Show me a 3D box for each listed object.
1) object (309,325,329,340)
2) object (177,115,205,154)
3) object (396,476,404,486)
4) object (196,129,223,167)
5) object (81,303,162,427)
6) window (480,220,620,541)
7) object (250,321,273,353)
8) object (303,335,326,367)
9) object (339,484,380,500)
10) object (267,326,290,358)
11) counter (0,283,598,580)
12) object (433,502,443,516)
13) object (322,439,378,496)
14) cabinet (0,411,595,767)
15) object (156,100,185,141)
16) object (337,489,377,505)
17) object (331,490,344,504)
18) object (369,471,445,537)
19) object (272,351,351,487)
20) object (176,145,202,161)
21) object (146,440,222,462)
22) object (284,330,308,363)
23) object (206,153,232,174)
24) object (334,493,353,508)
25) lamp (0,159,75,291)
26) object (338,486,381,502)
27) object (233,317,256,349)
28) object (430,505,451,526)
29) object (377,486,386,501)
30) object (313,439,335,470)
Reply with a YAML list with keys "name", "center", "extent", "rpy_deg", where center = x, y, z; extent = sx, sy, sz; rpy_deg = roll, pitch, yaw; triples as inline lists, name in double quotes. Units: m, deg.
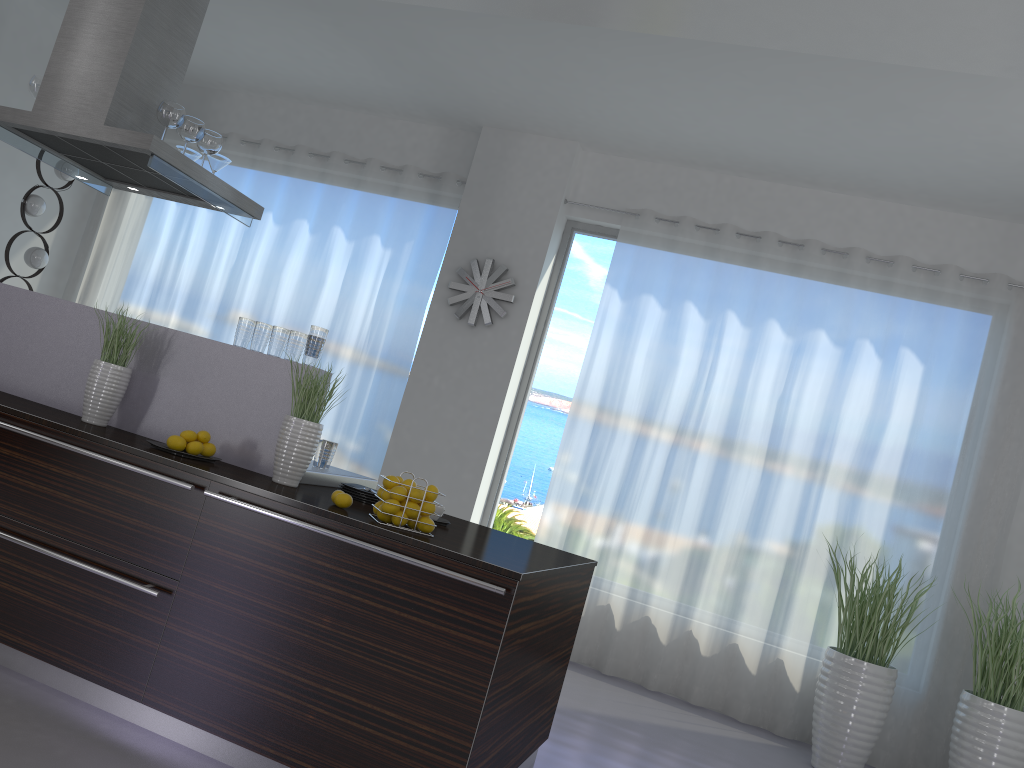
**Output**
- name: "object"
  center: [-0.769, -0.163, 3.476]
  extent: [0.071, 0.119, 0.072]
  rpy_deg: [19, -6, -32]
- name: "object"
  center: [-1.560, -1.166, 4.260]
  extent: [0.125, 0.221, 0.125]
  rpy_deg: [11, -7, 42]
- name: "object"
  center: [-0.392, 0.341, 3.001]
  extent: [0.052, 0.060, 0.057]
  rpy_deg: [15, -5, 5]
- name: "object"
  center: [-1.521, -1.142, 4.400]
  extent: [0.125, 0.221, 0.125]
  rpy_deg: [11, -7, 42]
- name: "object"
  center: [-1.585, -0.090, 3.480]
  extent: [0.269, 0.502, 0.247]
  rpy_deg: [14, -5, 18]
- name: "window"
  center: [1.466, 0.343, 6.051]
  extent: [3.000, 2.500, 0.100]
  rpy_deg: [14, -5, 17]
- name: "object"
  center: [-1.004, -0.184, 3.545]
  extent: [0.071, 0.119, 0.072]
  rpy_deg: [19, -6, -32]
- name: "object"
  center: [-0.780, -0.126, 3.473]
  extent: [0.071, 0.119, 0.072]
  rpy_deg: [19, -6, -32]
- name: "object"
  center: [-0.557, 0.439, 3.506]
  extent: [0.232, 0.020, 0.232]
  rpy_deg: [14, -5, 21]
- name: "object"
  center: [-0.929, -0.164, 3.521]
  extent: [0.071, 0.119, 0.072]
  rpy_deg: [19, -6, -32]
- name: "counter"
  center: [-1.375, 0.462, 3.671]
  extent: [3.291, 1.300, 1.302]
  rpy_deg: [14, -5, 17]
- name: "object"
  center: [-0.367, 0.508, 3.704]
  extent: [0.153, 0.069, 0.153]
  rpy_deg: [20, -6, -39]
- name: "object"
  center: [-0.673, 0.341, 3.638]
  extent: [0.646, 0.147, 0.269]
  rpy_deg: [11, -7, 42]
- name: "cabinet"
  center: [-1.441, 0.675, 3.642]
  extent: [3.285, 0.852, 1.377]
  rpy_deg: [14, -5, 17]
- name: "object"
  center: [-1.601, -1.191, 4.110]
  extent: [0.125, 0.221, 0.125]
  rpy_deg: [11, -7, 42]
- name: "object"
  center: [-0.562, 0.459, 3.504]
  extent: [0.232, 0.020, 0.232]
  rpy_deg: [14, -6, 26]
- name: "object"
  center: [-0.591, 0.389, 3.028]
  extent: [0.053, 0.051, 0.063]
  rpy_deg: [17, -5, -14]
- name: "object"
  center: [-0.346, 0.386, 2.945]
  extent: [0.189, 0.174, 0.207]
  rpy_deg: [18, -5, -18]
- name: "object"
  center: [-0.755, 0.125, 3.239]
  extent: [0.269, 0.502, 0.247]
  rpy_deg: [19, -6, -30]
- name: "object"
  center: [-1.736, -1.152, 4.695]
  extent: [0.137, 0.174, 0.137]
  rpy_deg: [18, -5, -18]
- name: "object"
  center: [-1.203, 0.250, 3.249]
  extent: [0.232, 0.020, 0.232]
  rpy_deg: [14, -6, 26]
- name: "object"
  center: [-0.855, -0.145, 3.497]
  extent: [0.071, 0.119, 0.072]
  rpy_deg: [19, -6, -32]
- name: "object"
  center: [-1.561, -1.107, 4.638]
  extent: [0.137, 0.174, 0.137]
  rpy_deg: [18, -5, -18]
- name: "object"
  center: [-0.565, 0.391, 2.969]
  extent: [0.063, 0.051, 0.053]
  rpy_deg: [14, -5, 21]
- name: "lamp"
  center: [-3.279, -1.572, 6.397]
  extent: [0.180, 2.370, 0.367]
  rpy_deg: [15, -5, 11]
- name: "object"
  center: [-0.559, 0.449, 3.505]
  extent: [0.232, 0.020, 0.232]
  rpy_deg: [14, -6, 26]
- name: "object"
  center: [-1.079, -0.203, 3.569]
  extent: [0.072, 0.119, 0.071]
  rpy_deg: [18, -5, -23]
- name: "object"
  center: [-0.308, 0.500, 3.438]
  extent: [0.153, 0.069, 0.153]
  rpy_deg: [17, -5, -9]
- name: "object"
  center: [-0.428, 0.370, 2.986]
  extent: [0.053, 0.051, 0.063]
  rpy_deg: [17, -5, -14]
- name: "object"
  center: [-0.811, 0.302, 3.797]
  extent: [0.072, 0.119, 0.071]
  rpy_deg: [14, -5, 17]
